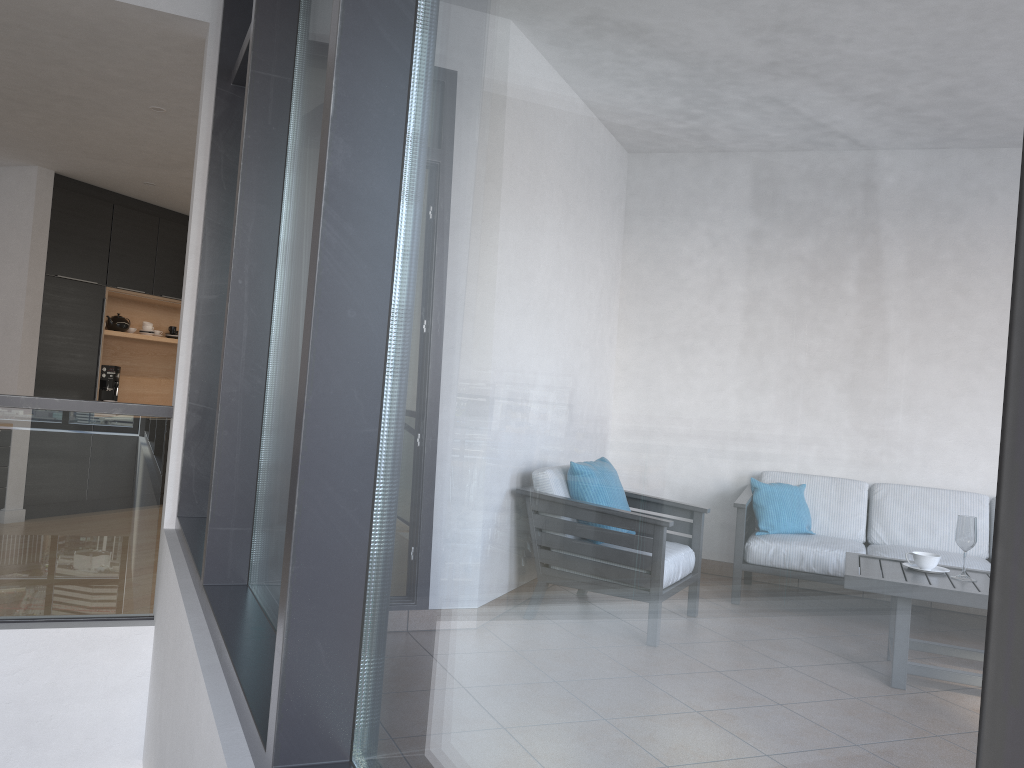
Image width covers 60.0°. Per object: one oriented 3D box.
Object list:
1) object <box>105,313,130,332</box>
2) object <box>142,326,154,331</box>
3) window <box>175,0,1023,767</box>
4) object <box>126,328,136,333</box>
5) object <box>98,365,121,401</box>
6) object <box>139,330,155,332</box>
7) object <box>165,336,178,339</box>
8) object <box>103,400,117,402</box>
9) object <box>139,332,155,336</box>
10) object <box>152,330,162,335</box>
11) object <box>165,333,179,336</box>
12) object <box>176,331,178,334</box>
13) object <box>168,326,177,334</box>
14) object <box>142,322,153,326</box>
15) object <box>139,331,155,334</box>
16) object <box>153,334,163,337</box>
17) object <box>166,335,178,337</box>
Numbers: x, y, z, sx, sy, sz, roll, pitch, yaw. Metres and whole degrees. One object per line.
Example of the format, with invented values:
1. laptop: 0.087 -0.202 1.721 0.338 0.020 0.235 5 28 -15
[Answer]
1. object: -3.598 -0.560 8.103 0.240 0.171 0.213 5 -1 -32
2. object: -3.453 -0.519 8.395 0.095 0.057 0.099 5 -1 -7
3. window: -0.203 -0.544 1.429 0.170 2.402 5.002 5 -1 -24
4. object: -3.578 -0.497 8.322 0.099 0.057 0.095 5 -1 -22
5. object: -3.577 0.033 7.854 0.584 0.398 0.618 4 -1 21
6. object: -3.453 -0.494 8.390 0.145 0.025 0.145 5 -1 8
7. object: -3.344 -0.455 8.733 0.145 0.025 0.145 4 -1 35
8. object: -3.463 0.170 7.620 0.099 0.057 0.095 4 -1 24
9. object: -3.455 -0.470 8.390 0.145 0.025 0.145 5 -1 8
10. object: -3.475 -0.493 8.631 0.099 0.057 0.095 5 -1 19
11. object: -3.342 -0.479 8.734 0.145 0.025 0.145 4 -1 35
12. object: -3.374 -0.489 8.877 0.084 0.092 0.066 4 -1 27
13. object: -3.341 -0.521 8.728 0.066 0.092 0.084 5 -1 -10
14. object: -3.449 -0.553 8.392 0.098 0.075 0.095 4 -1 33
15. object: -3.455 -0.481 8.393 0.145 0.025 0.145 5 -1 8
16. object: -3.476 -0.468 8.630 0.145 0.025 0.145 4 -1 35
17. object: -3.340 -0.467 8.736 0.145 0.025 0.145 4 -1 35
